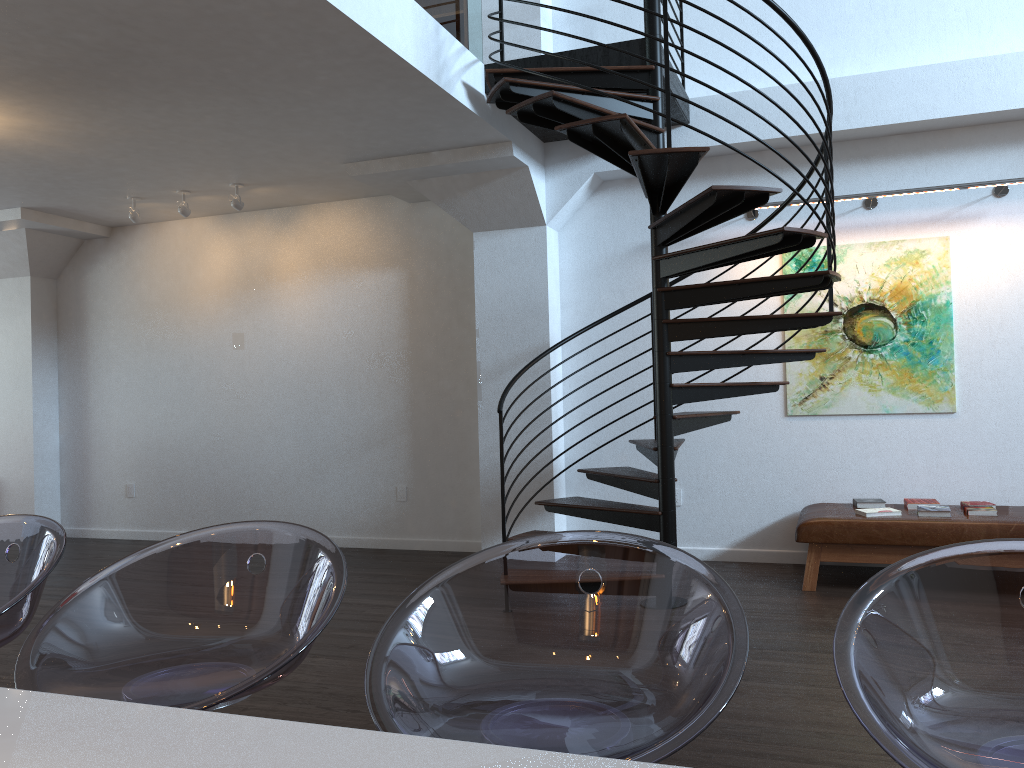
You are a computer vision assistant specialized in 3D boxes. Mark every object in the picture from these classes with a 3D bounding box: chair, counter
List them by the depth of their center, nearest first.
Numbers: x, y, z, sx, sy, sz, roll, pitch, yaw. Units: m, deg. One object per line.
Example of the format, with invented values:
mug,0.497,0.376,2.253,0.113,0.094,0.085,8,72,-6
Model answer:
chair,0.670,0.726,1.035,0.530,1.014,0.481,-2,-1,22
chair,0.067,0.746,1.227,0.530,1.014,0.481,-2,-1,18
counter,0.426,0.817,1.297,8.182,0.860,3.039,-1,-1,-9
chair,-0.525,0.766,1.462,0.530,1.014,0.481,-2,-1,18
chair,-1.116,0.786,1.680,0.530,1.014,0.481,-2,-1,22

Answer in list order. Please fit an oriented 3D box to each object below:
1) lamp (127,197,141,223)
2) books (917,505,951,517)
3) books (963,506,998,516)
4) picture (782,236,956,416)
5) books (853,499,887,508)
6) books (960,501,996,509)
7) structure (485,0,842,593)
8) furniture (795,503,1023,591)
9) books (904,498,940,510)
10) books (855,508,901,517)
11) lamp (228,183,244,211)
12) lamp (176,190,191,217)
lamp,-3.140,-1.447,7.377,0.111,0.211,0.120,-1,-1,-36
books,2.613,0.787,5.496,0.185,0.040,0.247,-2,-1,23
books,2.882,0.781,5.459,0.161,0.032,0.224,-2,-1,20
picture,2.479,-0.390,6.203,1.095,1.200,0.010,-2,-1,20
books,2.398,0.801,5.954,0.183,0.044,0.254,-2,-1,15
books,3.003,0.783,5.715,0.161,0.036,0.224,-2,-1,14
structure,0.868,-0.876,5.237,1.998,4.352,1.998,-1,-1,-19
furniture,2.761,1.028,5.600,1.819,0.453,0.907,-2,-1,20
books,2.691,0.789,5.827,0.197,0.043,0.283,-2,-1,20
books,2.296,0.803,5.560,0.223,0.031,0.161,-2,-1,-2
lamp,-2.179,-1.479,7.023,0.111,0.211,0.120,-1,-1,-6
lamp,-2.666,-1.463,7.202,0.111,0.211,0.120,-1,-1,-21
